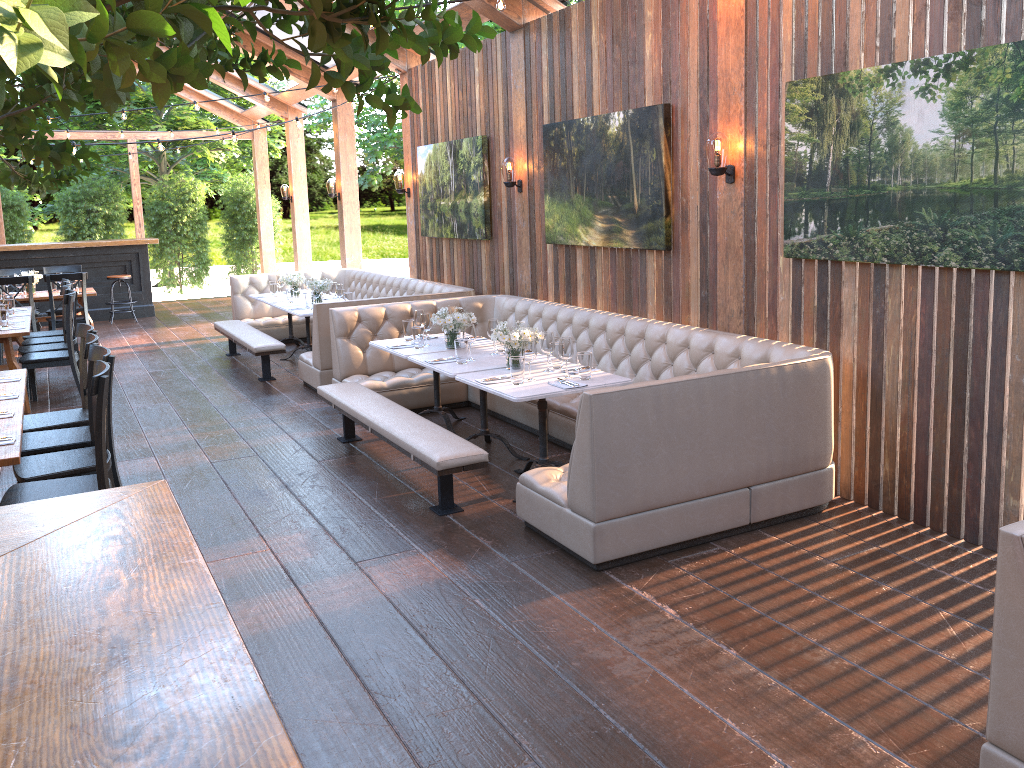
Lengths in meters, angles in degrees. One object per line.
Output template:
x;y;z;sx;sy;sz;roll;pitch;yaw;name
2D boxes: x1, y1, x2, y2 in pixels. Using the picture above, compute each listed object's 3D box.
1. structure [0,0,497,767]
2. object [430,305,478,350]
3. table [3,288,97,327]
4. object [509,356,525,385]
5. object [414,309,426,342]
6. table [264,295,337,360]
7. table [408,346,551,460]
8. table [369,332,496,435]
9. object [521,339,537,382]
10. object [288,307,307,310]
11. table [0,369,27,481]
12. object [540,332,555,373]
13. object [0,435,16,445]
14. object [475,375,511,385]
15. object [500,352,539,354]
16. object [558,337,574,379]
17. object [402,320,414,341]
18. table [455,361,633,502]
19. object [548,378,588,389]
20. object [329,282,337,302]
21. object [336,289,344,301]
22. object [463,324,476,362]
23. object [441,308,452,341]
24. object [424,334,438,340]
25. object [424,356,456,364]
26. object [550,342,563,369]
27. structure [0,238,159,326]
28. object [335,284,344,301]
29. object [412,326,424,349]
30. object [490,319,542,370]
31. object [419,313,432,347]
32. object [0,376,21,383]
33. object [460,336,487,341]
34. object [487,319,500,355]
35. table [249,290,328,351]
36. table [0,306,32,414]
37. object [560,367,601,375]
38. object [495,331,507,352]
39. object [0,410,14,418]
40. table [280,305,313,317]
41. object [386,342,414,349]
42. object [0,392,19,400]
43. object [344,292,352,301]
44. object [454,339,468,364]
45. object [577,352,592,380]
-1.374;-0.308;1.167;2.719;3.660;2.876;-5;10;-19;structure
-0.427;-0.410;6.421;0.336;0.306;0.332;-4;10;-11;object
-6.517;-0.717;11.058;2.438;0.723;0.958;-8;12;-27;table
0.031;-0.077;5.127;0.092;0.157;0.092;-10;12;-41;object
-0.704;-0.449;6.809;0.092;0.242;0.093;1;9;20;object
-2.311;-0.612;10.042;0.801;0.665;0.805;-7;12;-27;table
-0.194;0.150;6.080;0.801;0.665;0.805;-7;12;-27;table
-0.576;0.013;6.795;0.801;0.665;0.805;-7;12;-28;table
0.102;-0.141;5.217;0.092;0.242;0.093;1;9;20;object
-2.198;-0.795;9.231;0.256;0.019;0.159;-8;13;-27;object
-3.055;0.519;4.632;0.953;0.722;2.450;-7;13;-27;table
0.223;-0.198;5.469;0.092;0.242;0.093;1;9;20;object
-2.363;0.260;3.954;0.256;0.019;0.159;-8;13;-27;object
-0.080;-0.031;5.264;0.256;0.019;0.159;-8;13;-27;object
0.043;-0.218;6.134;0.256;0.019;0.159;-8;13;-27;object
0.322;-0.155;5.249;0.092;0.242;0.093;1;9;20;object
-0.801;-0.414;6.862;0.092;0.157;0.093;0;9;9;object
0.189;0.288;5.365;0.801;0.665;0.805;-7;12;-28;table
0.308;-0.008;5.091;0.158;0.019;0.257;-8;13;-27;object
-1.898;-0.961;9.433;0.092;0.242;0.093;1;9;20;object
-1.850;-0.941;9.536;0.092;0.157;0.092;-10;12;-41;object
-0.283;-0.278;5.927;0.092;0.242;0.093;1;9;20;object
-0.500;-0.460;6.831;0.092;0.242;0.093;-6;10;-24;object
-0.681;-0.374;6.988;0.158;0.019;0.257;-8;13;-27;object
-0.450;-0.166;5.961;0.256;0.019;0.159;-8;13;-27;object
0.283;-0.178;5.570;0.092;0.157;0.092;-10;12;-41;object
-8.932;-1.381;13.287;6.823;1.263;0.863;-8;11;-27;structure
-1.796;-0.918;9.215;0.092;0.242;0.093;1;9;20;object
-0.686;-0.340;6.492;0.092;0.157;0.092;-10;12;-41;object
0.023;-0.248;5.580;0.336;0.306;0.332;-5;11;-15;object
-0.641;-0.404;6.584;0.092;0.242;0.093;1;9;20;object
-3.163;-0.026;5.440;0.256;0.019;0.159;-8;13;-27;object
-0.330;-0.350;6.821;0.256;0.019;0.159;-8;13;-27;object
-0.125;-0.326;6.134;0.092;0.242;0.093;1;9;20;object
-2.693;-0.750;10.757;0.801;0.665;0.805;-7;12;-28;table
-5.169;-0.242;8.588;0.953;0.722;2.450;-7;13;-27;table
0.405;-0.087;5.453;0.256;0.019;0.159;-8;13;-27;object
-0.076;-0.309;6.250;0.092;0.157;0.092;-10;12;-41;object
-2.663;0.161;4.474;0.256;0.019;0.159;-8;13;-27;object
-1.929;-0.474;9.327;0.801;0.665;0.805;-7;12;-28;table
-0.802;-0.292;6.619;0.256;0.019;0.159;-8;13;-27;object
-2.892;0.073;4.929;0.256;0.019;0.159;-8;13;-27;object
-1.696;-0.870;9.174;0.092;0.157;0.092;-10;12;-41;object
-0.332;-0.212;5.828;0.092;0.157;0.092;-10;12;-41;object
0.427;-0.105;5.199;0.092;0.157;0.092;-10;12;-41;object
